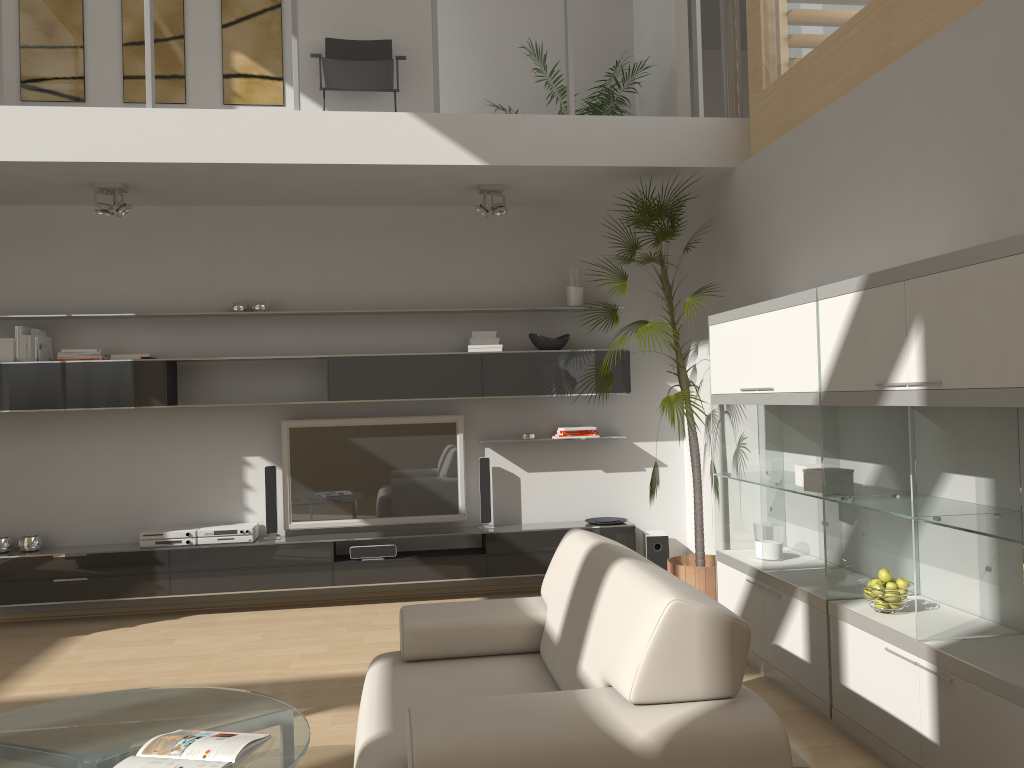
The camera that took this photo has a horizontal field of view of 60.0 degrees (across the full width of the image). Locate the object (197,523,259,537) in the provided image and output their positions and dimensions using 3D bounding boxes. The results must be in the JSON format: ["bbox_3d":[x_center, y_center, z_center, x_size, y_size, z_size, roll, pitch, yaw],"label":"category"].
[{"bbox_3d":[-1.858,0.959,5.814,0.349,0.049,0.262,-2,-1,-8],"label":"object"}]

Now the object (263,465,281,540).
[{"bbox_3d":[-1.598,0.784,5.889,0.111,0.483,0.116,-1,-1,-12],"label":"object"}]

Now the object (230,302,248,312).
[{"bbox_3d":[-1.824,-0.509,5.926,0.115,0.081,0.115,-1,-1,-27],"label":"object"}]

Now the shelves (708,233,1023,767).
[{"bbox_3d":[1.444,0.484,3.586,0.408,1.756,2.432,-2,-1,-8],"label":"shelves"}]

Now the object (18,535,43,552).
[{"bbox_3d":[-3.078,1.020,5.669,0.143,0.091,0.143,-2,-1,24],"label":"object"}]

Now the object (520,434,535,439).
[{"bbox_3d":[0.109,0.364,6.156,0.106,0.035,0.105,-2,-1,27],"label":"object"}]

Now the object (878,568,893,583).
[{"bbox_3d":[1.413,0.725,3.355,0.055,0.056,0.055,-2,-1,-8],"label":"object"}]

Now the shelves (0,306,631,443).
[{"bbox_3d":[-1.307,-0.026,5.910,4.236,0.914,0.300,-2,-1,-8],"label":"shelves"}]

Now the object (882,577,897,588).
[{"bbox_3d":[1.442,0.761,3.380,0.050,0.054,0.055,-1,-1,-39],"label":"object"}]

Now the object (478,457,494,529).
[{"bbox_3d":[-0.183,0.746,6.098,0.111,0.483,0.116,-2,-1,-2],"label":"object"}]

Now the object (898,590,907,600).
[{"bbox_3d":[1.450,0.785,3.303,0.039,0.040,0.040,-1,-1,-17],"label":"object"}]

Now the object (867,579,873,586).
[{"bbox_3d":[1.391,0.775,3.399,0.054,0.048,0.055,-1,-1,-15],"label":"object"}]

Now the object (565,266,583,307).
[{"bbox_3d":[0.440,-0.675,6.218,0.129,0.291,0.129,-1,-1,-36],"label":"object"}]

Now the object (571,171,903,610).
[{"bbox_3d":[1.205,0.053,4.735,0.983,2.668,2.706,-1,-1,-28],"label":"object"}]

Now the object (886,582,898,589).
[{"bbox_3d":[1.425,0.761,3.326,0.040,0.038,0.040,-1,-1,-37],"label":"object"}]

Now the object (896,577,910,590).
[{"bbox_3d":[1.462,0.747,3.318,0.047,0.045,0.047,-2,-1,-7],"label":"object"}]

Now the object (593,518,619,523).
[{"bbox_3d":[0.654,0.952,6.158,0.178,0.020,0.178,-1,-1,-25],"label":"object"}]

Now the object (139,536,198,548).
[{"bbox_3d":[-2.208,1.017,5.762,0.349,0.049,0.262,-2,-1,-8],"label":"object"}]

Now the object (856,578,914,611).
[{"bbox_3d":[1.411,0.804,3.347,0.206,0.105,0.206,-2,-1,37],"label":"object"}]

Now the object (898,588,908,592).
[{"bbox_3d":[1.469,0.781,3.343,0.047,0.045,0.047,-2,-1,-4],"label":"object"}]

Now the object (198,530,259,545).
[{"bbox_3d":[-1.858,1.007,5.819,0.349,0.049,0.250,-2,-1,-8],"label":"object"}]

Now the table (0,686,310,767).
[{"bbox_3d":[-1.182,1.237,2.514,1.198,0.370,1.198,-2,-1,9],"label":"table"}]

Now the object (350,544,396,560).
[{"bbox_3d":[-0.915,1.109,5.853,0.300,0.092,0.085,-2,-1,-8],"label":"object"}]

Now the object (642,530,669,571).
[{"bbox_3d":[1.003,1.229,6.178,0.150,0.374,0.275,-2,-1,2],"label":"object"}]

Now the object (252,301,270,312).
[{"bbox_3d":[-1.673,-0.513,5.904,0.115,0.081,0.115,-1,-1,-27],"label":"object"}]

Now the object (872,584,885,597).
[{"bbox_3d":[1.365,0.768,3.302,0.047,0.048,0.047,-3,-1,44],"label":"object"}]

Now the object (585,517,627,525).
[{"bbox_3d":[0.654,0.954,6.158,0.294,0.020,0.294,-2,-1,31],"label":"object"}]

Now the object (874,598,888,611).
[{"bbox_3d":[1.385,0.827,3.326,0.048,0.048,0.048,-2,-1,3],"label":"object"}]

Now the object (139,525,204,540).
[{"bbox_3d":[-2.210,0.968,5.763,0.349,0.049,0.262,-2,-1,-8],"label":"object"}]

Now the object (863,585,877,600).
[{"bbox_3d":[1.361,0.791,3.363,0.054,0.055,0.053,-1,-1,-44],"label":"object"}]

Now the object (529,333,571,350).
[{"bbox_3d":[0.262,-0.288,6.142,0.317,0.125,0.223,-1,-1,-30],"label":"object"}]

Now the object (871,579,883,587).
[{"bbox_3d":[1.376,0.756,3.343,0.044,0.043,0.040,-2,-1,6],"label":"object"}]

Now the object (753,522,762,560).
[{"bbox_3d":[1.293,0.794,4.469,0.130,0.177,0.172,-1,-1,-19],"label":"object"}]

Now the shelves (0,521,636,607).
[{"bbox_3d":[-1.272,1.172,5.891,4.236,0.312,0.300,-2,-1,-8],"label":"shelves"}]

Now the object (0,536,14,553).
[{"bbox_3d":[-3.254,1.024,5.644,0.143,0.091,0.143,-2,-1,24],"label":"object"}]

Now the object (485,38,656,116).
[{"bbox_3d":[0.491,-2.096,6.697,1.331,1.069,1.491,-1,-1,-11],"label":"object"}]
